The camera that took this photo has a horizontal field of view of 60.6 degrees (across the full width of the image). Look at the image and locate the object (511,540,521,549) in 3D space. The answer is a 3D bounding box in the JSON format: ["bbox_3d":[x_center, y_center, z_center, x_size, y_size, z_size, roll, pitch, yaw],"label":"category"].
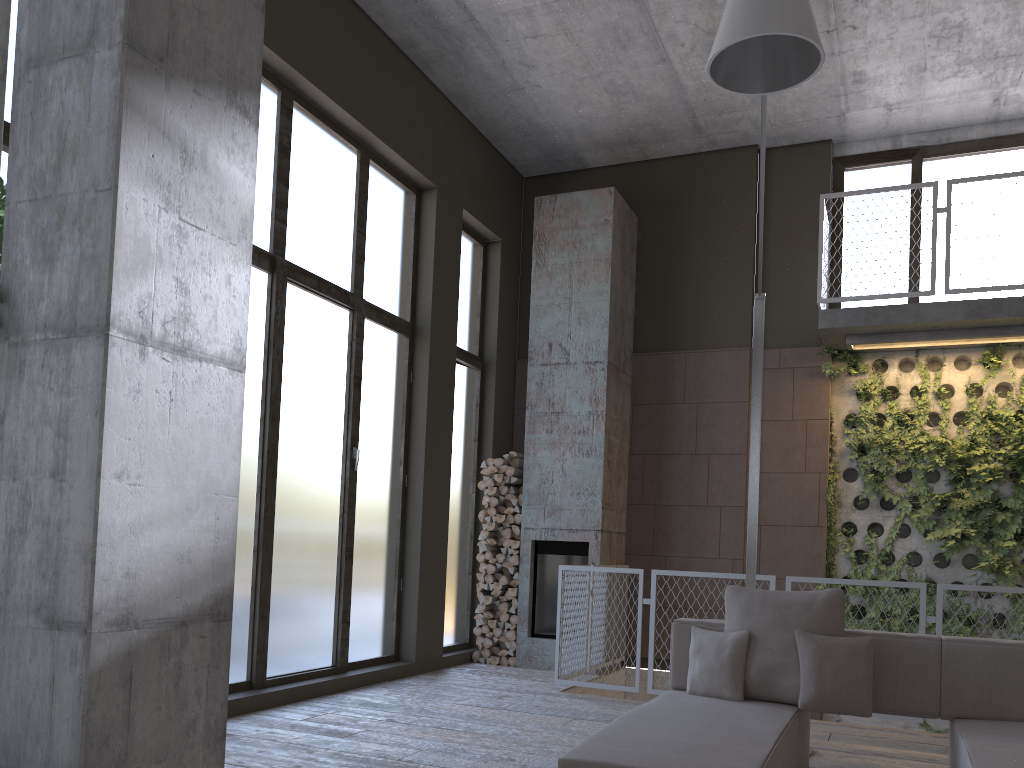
[{"bbox_3d":[0.124,1.579,8.600,0.093,0.082,0.487,0,-11,23],"label":"object"}]

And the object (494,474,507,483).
[{"bbox_3d":[-0.038,0.952,8.674,0.094,0.082,0.487,-1,-11,23],"label":"object"}]

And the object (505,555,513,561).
[{"bbox_3d":[0.049,1.712,8.640,0.067,0.070,0.430,0,-11,23],"label":"object"}]

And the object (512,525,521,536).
[{"bbox_3d":[0.104,1.442,8.579,0.088,0.107,0.371,0,-10,23],"label":"object"}]

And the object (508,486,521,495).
[{"bbox_3d":[0.076,1.061,8.665,0.067,0.070,0.430,0,-11,23],"label":"object"}]

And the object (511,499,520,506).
[{"bbox_3d":[0.093,1.188,8.633,0.066,0.084,0.432,0,-10,21],"label":"object"}]

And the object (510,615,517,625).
[{"bbox_3d":[0.106,2.297,8.584,0.091,0.091,0.444,0,-11,23],"label":"object"}]

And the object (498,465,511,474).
[{"bbox_3d":[-0.013,0.858,8.631,0.104,0.083,0.368,-1,-11,23],"label":"object"}]

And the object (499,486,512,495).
[{"bbox_3d":[0.000,1.068,8.666,0.091,0.088,0.462,0,-11,22],"label":"object"}]

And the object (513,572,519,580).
[{"bbox_3d":[0.115,1.868,8.585,0.066,0.084,0.432,0,-10,21],"label":"object"}]

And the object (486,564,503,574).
[{"bbox_3d":[-0.145,1.818,8.632,0.098,0.105,0.298,0,-10,25],"label":"object"}]

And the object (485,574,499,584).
[{"bbox_3d":[-0.141,1.931,8.706,0.092,0.092,0.444,0,-11,23],"label":"object"}]

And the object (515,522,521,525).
[{"bbox_3d":[0.131,1.331,8.587,0.101,0.101,0.297,-1,-10,25],"label":"object"}]

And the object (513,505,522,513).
[{"bbox_3d":[0.122,1.242,8.626,0.071,0.071,0.429,0,-11,23],"label":"object"}]

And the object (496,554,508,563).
[{"bbox_3d":[-0.027,1.719,8.641,0.091,0.088,0.462,0,-11,22],"label":"object"}]

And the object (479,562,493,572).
[{"bbox_3d":[-0.214,1.820,8.712,0.101,0.101,0.297,-1,-10,25],"label":"object"}]

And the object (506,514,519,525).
[{"bbox_3d":[0.068,1.343,8.659,0.091,0.088,0.462,0,-11,23],"label":"object"}]

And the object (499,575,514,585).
[{"bbox_3d":[0.011,1.924,8.609,0.091,0.088,0.462,-1,-11,24],"label":"object"}]

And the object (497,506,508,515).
[{"bbox_3d":[-0.031,1.267,8.724,0.101,0.085,0.368,-1,-11,23],"label":"object"}]

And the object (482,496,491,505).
[{"bbox_3d":[-0.186,1.169,8.736,0.101,0.101,0.297,-1,-10,25],"label":"object"}]

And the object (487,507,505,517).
[{"bbox_3d":[-0.113,1.280,8.731,0.092,0.092,0.444,0,-11,23],"label":"object"}]

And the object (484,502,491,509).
[{"bbox_3d":[-0.205,1.201,8.650,0.045,0.072,0.255,0,-10,23],"label":"object"}]

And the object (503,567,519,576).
[{"bbox_3d":[0.011,1.864,8.709,0.104,0.101,0.296,0,-10,23],"label":"object"}]

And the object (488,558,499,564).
[{"bbox_3d":[-0.125,1.748,8.661,0.089,0.056,0.337,-1,-11,23],"label":"object"}]

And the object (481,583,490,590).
[{"bbox_3d":[-0.187,2.008,8.715,0.067,0.066,0.429,0,-11,23],"label":"object"}]

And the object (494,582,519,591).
[{"bbox_3d":[-0.044,1.994,8.650,0.093,0.082,0.487,0,-11,23],"label":"object"}]

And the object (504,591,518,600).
[{"bbox_3d":[0.057,2.067,8.623,0.091,0.088,0.462,0,-11,23],"label":"object"}]

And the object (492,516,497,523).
[{"bbox_3d":[-0.085,1.356,8.707,0.067,0.066,0.429,0,-11,23],"label":"object"}]

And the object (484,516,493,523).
[{"bbox_3d":[-0.159,1.357,8.740,0.067,0.066,0.429,0,-11,23],"label":"object"}]

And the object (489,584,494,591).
[{"bbox_3d":[-0.113,2.007,8.682,0.067,0.066,0.429,0,-11,23],"label":"object"}]

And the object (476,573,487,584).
[{"bbox_3d":[-0.241,1.932,8.703,0.088,0.107,0.371,0,-10,23],"label":"object"}]

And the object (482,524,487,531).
[{"bbox_3d":[-0.181,1.430,8.698,0.067,0.066,0.429,0,-11,23],"label":"object"}]

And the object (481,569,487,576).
[{"bbox_3d":[-0.233,1.852,8.626,0.045,0.072,0.255,0,-10,23],"label":"object"}]

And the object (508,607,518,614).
[{"bbox_3d":[0.081,2.202,8.589,0.071,0.071,0.429,0,-11,23],"label":"object"}]

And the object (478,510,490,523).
[{"bbox_3d":[-0.232,1.325,8.733,0.064,0.123,0.369,1,-10,22],"label":"object"}]

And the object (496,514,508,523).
[{"bbox_3d":[-0.016,1.343,8.675,0.093,0.082,0.487,0,-11,23],"label":"object"}]

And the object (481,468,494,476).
[{"bbox_3d":[-0.179,0.893,8.755,0.122,0.067,0.369,-2,-11,24],"label":"object"}]

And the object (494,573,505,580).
[{"bbox_3d":[-0.058,1.918,8.699,0.101,0.085,0.368,-1,-11,23],"label":"object"}]

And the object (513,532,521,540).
[{"bbox_3d":[0.109,1.503,8.649,0.101,0.085,0.368,-1,-11,23],"label":"object"}]

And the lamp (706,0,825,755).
[{"bbox_3d":[1.291,0.288,4.403,0.755,3.386,2.663,2,-5,12],"label":"lamp"}]

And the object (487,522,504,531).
[{"bbox_3d":[-0.112,1.416,8.666,0.093,0.082,0.487,0,-11,23],"label":"object"}]

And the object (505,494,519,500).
[{"bbox_3d":[0.059,1.121,8.639,0.122,0.067,0.369,-2,-11,25],"label":"object"}]

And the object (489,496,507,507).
[{"bbox_3d":[-0.118,1.167,8.657,0.098,0.105,0.298,0,-10,25],"label":"object"}]

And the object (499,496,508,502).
[{"bbox_3d":[-0.033,1.139,8.683,0.064,0.073,0.365,0,-10,22],"label":"object"}]

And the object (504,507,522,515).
[{"bbox_3d":[0.058,1.273,8.673,0.115,0.078,0.442,-1,-11,23],"label":"object"}]

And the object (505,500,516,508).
[{"bbox_3d":[0.039,1.213,8.734,0.104,0.101,0.296,0,-10,23],"label":"object"}]

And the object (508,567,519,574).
[{"bbox_3d":[0.066,1.839,8.609,0.066,0.084,0.432,0,-10,21],"label":"object"}]

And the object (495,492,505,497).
[{"bbox_3d":[-0.097,1.097,8.686,0.089,0.056,0.337,-1,-11,23],"label":"object"}]

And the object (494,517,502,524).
[{"bbox_3d":[-0.038,1.346,8.664,0.115,0.078,0.442,-1,-11,23],"label":"object"}]
